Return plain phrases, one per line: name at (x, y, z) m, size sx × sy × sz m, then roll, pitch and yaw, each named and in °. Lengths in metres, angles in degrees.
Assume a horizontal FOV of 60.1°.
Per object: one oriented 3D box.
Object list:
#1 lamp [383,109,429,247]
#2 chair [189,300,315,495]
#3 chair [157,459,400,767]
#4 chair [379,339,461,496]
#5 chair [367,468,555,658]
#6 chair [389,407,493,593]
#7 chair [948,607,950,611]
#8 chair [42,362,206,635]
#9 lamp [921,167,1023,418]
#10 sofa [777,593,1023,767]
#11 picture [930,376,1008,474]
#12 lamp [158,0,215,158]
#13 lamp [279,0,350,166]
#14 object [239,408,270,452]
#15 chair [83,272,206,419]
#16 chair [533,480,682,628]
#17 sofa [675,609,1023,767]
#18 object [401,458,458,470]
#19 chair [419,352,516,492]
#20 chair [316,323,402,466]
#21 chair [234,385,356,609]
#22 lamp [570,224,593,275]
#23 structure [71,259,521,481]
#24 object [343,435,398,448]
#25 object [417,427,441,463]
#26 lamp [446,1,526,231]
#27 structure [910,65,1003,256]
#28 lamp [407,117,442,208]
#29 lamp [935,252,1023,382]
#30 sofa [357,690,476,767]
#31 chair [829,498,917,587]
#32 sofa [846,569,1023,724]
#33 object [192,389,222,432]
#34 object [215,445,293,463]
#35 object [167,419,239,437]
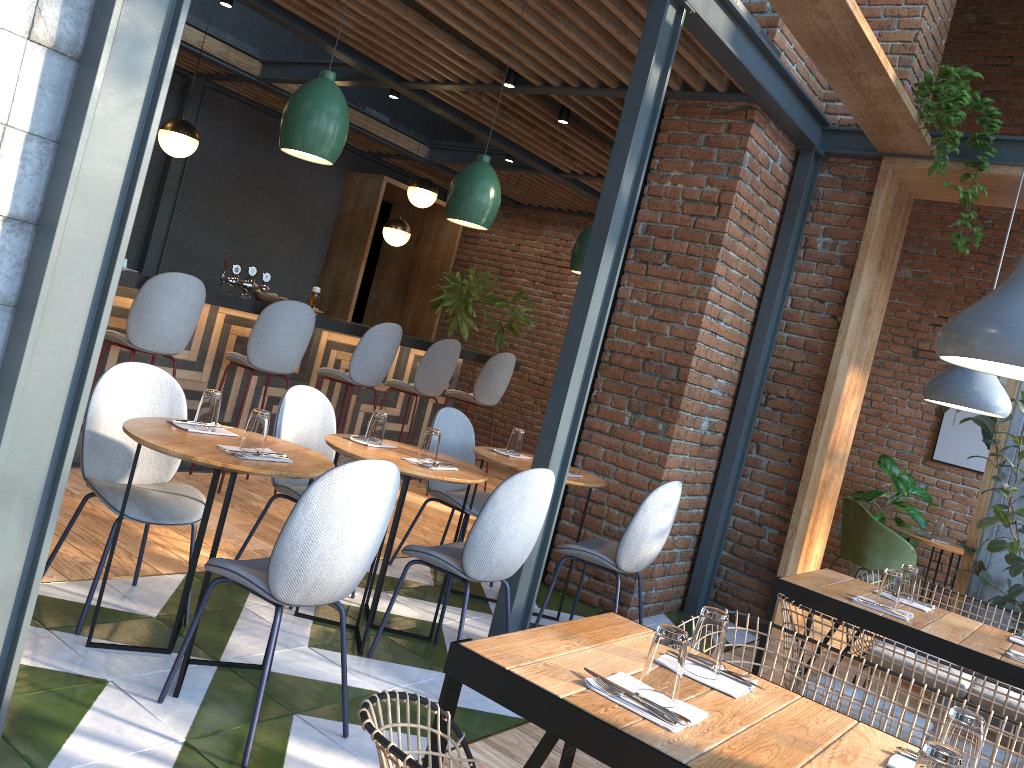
lamp at (-0.677, -3.171, 8.569) m, size 0.267 × 3.795 × 0.270 m, roll 15°, pitch 0°, yaw -34°
chair at (-1.628, 0.044, 5.637) m, size 0.416 × 1.243 × 0.510 m, roll 14°, pitch 0°, yaw -43°
chair at (-0.684, 0.595, 2.710) m, size 0.510 × 0.888 × 0.416 m, roll 15°, pitch 0°, yaw 37°
chair at (-0.784, 0.206, 6.892) m, size 0.510 × 1.243 × 0.416 m, roll 14°, pitch 0°, yaw 34°
chair at (-0.178, 0.692, 3.464) m, size 0.510 × 0.888 × 0.416 m, roll 15°, pitch 0°, yaw 37°
chair at (-0.269, 0.612, 4.791) m, size 0.510 × 0.888 × 0.416 m, roll 15°, pitch 0°, yaw 37°
chair at (3.662, 1.576, 6.599) m, size 0.514 × 0.819 × 0.639 m, roll 14°, pitch 1°, yaw -5°
chair at (-1.365, 0.397, 3.261) m, size 0.511 × 0.888 × 0.416 m, roll 15°, pitch 0°, yaw 42°
lamp at (2.496, -2.069, 3.818) m, size 0.355 × 4.491 × 0.351 m, roll 14°, pitch 0°, yaw 41°
sofa at (1.272, 1.173, 2.771) m, size 1.098 × 0.733 × 0.468 m, roll 15°, pitch 1°, yaw 36°
picture at (3.990, 0.205, 7.349) m, size 0.729 × 1.095 × 0.022 m, roll 15°, pitch 0°, yaw 36°
lamp at (-1.892, -3.424, 6.200) m, size 0.269 × 3.795 × 0.267 m, roll 14°, pitch 0°, yaw 26°
lamp at (-0.445, -1.748, 3.009) m, size 0.225 × 2.022 × 0.222 m, roll 14°, pitch 0°, yaw 39°
object at (-0.843, 0.154, 2.926) m, size 0.080 × 0.138 × 0.080 m, roll 14°, pitch 0°, yaw 14°
chair at (-2.128, -0.058, 5.046) m, size 0.510 × 1.243 × 0.416 m, roll 14°, pitch 0°, yaw 41°
chair at (0.462, 0.823, 4.235) m, size 0.510 × 0.888 × 0.416 m, roll 15°, pitch 0°, yaw 32°
sofa at (0.801, 1.081, 2.101) m, size 1.098 × 0.733 × 0.468 m, roll 15°, pitch 1°, yaw 36°
object at (-0.340, 0.321, 3.624) m, size 0.158 × 0.019 × 0.241 m, roll 16°, pitch 3°, yaw 32°
chair at (-0.356, 0.291, 7.476) m, size 0.510 × 1.243 × 0.416 m, roll 14°, pitch 0°, yaw 35°
chair at (-1.159, 0.128, 6.230) m, size 0.510 × 1.243 × 0.416 m, roll 14°, pitch 0°, yaw 32°
chair at (-0.881, 0.490, 3.998) m, size 0.510 × 0.888 × 0.416 m, roll 15°, pitch 0°, yaw 32°
lamp at (0.638, -1.537, 4.548) m, size 0.225 × 2.022 × 0.222 m, roll 14°, pitch 0°, yaw 39°
structure at (-2.532, -0.313, 6.743) m, size 2.934 × 1.396 × 4.894 m, roll 16°, pitch 3°, yaw 36°
object at (-0.602, 0.245, 3.821) m, size 0.158 × 0.019 × 0.241 m, roll 16°, pitch 3°, yaw 32°
object at (-0.336, 0.253, 3.647) m, size 0.080 × 0.138 × 0.080 m, roll 14°, pitch 1°, yaw -45°
lamp at (0.062, -1.650, 3.730) m, size 0.225 × 2.022 × 0.222 m, roll 14°, pitch 0°, yaw 39°
structure at (2.320, -1.193, 4.708) m, size 0.516 × 0.969 × 0.661 m, roll 15°, pitch 1°, yaw 28°
lamp at (-0.366, -3.420, 7.948) m, size 0.266 × 3.795 × 0.270 m, roll 15°, pitch 0°, yaw -45°
lamp at (1.682, -2.198, 1.988) m, size 0.351 × 4.491 × 0.355 m, roll 15°, pitch 0°, yaw -38°
sofa at (0.158, 0.956, 1.188) m, size 1.098 × 0.733 × 0.468 m, roll 15°, pitch 1°, yaw 36°
chair at (2.663, 1.321, 6.578) m, size 0.515 × 0.819 × 0.639 m, roll 14°, pitch 1°, yaw 0°
sofa at (1.915, 1.298, 3.684) m, size 1.098 × 0.733 × 0.468 m, roll 15°, pitch 1°, yaw 36°
object at (-1.062, 0.090, 3.104) m, size 0.080 × 0.138 × 0.080 m, roll 14°, pitch 0°, yaw 4°
object at (-0.850, 0.221, 2.901) m, size 0.158 × 0.019 × 0.241 m, roll 16°, pitch 3°, yaw 41°
object at (-1.082, 0.152, 3.135) m, size 0.158 × 0.019 × 0.241 m, roll 16°, pitch 3°, yaw 41°
